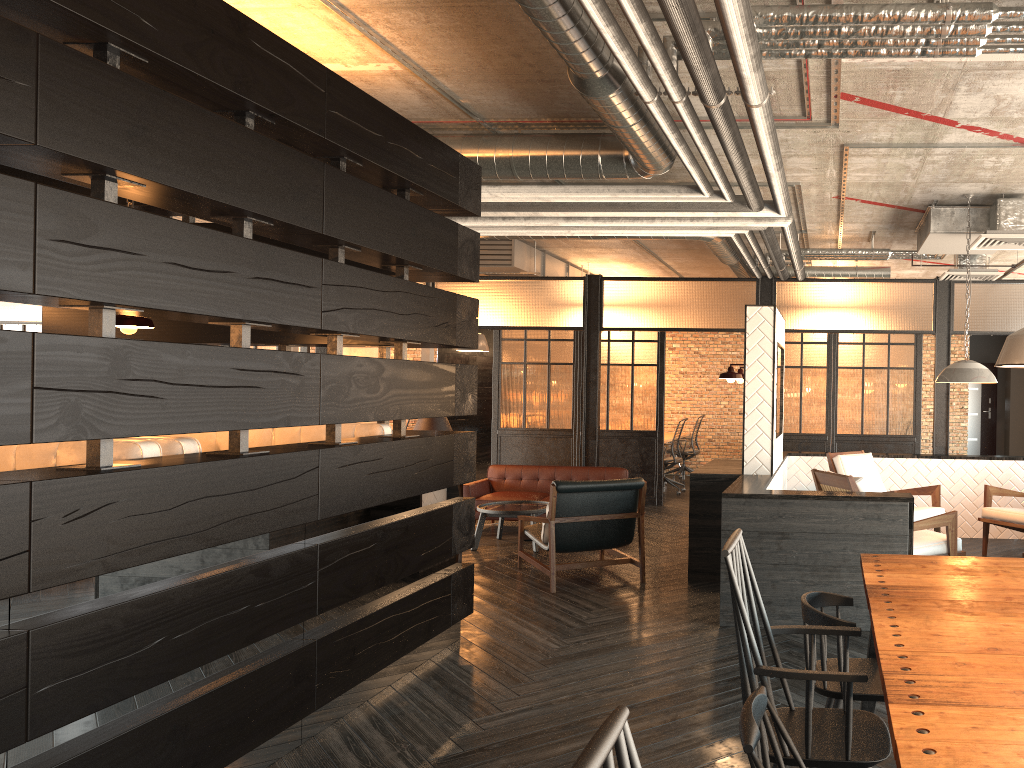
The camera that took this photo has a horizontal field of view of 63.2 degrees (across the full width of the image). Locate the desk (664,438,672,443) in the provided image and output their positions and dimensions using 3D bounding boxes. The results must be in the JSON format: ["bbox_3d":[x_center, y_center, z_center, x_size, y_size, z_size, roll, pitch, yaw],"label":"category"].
[{"bbox_3d":[1.707,1.171,11.797,0.759,0.720,1.742,1,0,18],"label":"desk"}]

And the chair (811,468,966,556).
[{"bbox_3d":[2.676,1.072,5.986,1.048,0.907,0.641,1,0,-20],"label":"chair"}]

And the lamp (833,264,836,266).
[{"bbox_3d":[4.752,-1.094,12.313,0.281,0.857,3.621,1,0,21],"label":"lamp"}]

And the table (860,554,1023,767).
[{"bbox_3d":[1.297,1.093,1.578,1.124,0.791,3.977,1,0,20],"label":"table"}]

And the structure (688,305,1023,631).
[{"bbox_3d":[3.538,0.484,6.876,3.816,2.115,3.888,1,0,12],"label":"structure"}]

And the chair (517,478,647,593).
[{"bbox_3d":[0.530,1.097,6.531,0.847,0.795,0.896,1,0,-21],"label":"chair"}]

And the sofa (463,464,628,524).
[{"bbox_3d":[0.391,1.182,8.606,1.572,0.637,0.695,1,0,7],"label":"sofa"}]

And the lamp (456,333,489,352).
[{"bbox_3d":[-0.541,-1.215,11.756,0.505,1.502,0.385,1,0,-26],"label":"lamp"}]

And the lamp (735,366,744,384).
[{"bbox_3d":[2.032,-0.086,7.346,0.256,0.171,0.171,1,0,-22],"label":"lamp"}]

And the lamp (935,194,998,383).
[{"bbox_3d":[3.749,-0.784,6.843,0.467,1.544,0.552,1,0,21],"label":"lamp"}]

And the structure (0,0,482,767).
[{"bbox_3d":[-4.206,0.033,2.346,5.885,2.742,5.752,1,0,12],"label":"structure"}]

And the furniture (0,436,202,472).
[{"bbox_3d":[-2.131,0.812,3.058,1.821,1.260,1.112,1,0,9],"label":"furniture"}]

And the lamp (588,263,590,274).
[{"bbox_3d":[1.623,-1.141,12.520,0.281,0.857,3.621,1,0,21],"label":"lamp"}]

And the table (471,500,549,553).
[{"bbox_3d":[0.048,1.304,7.676,0.701,0.372,0.727,1,0,8],"label":"table"}]

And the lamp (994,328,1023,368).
[{"bbox_3d":[1.794,-0.875,2.746,0.319,1.737,0.413,1,0,32],"label":"lamp"}]

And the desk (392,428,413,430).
[{"bbox_3d":[-2.253,1.118,13.729,0.759,0.720,1.742,1,0,18],"label":"desk"}]

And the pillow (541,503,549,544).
[{"bbox_3d":[0.575,1.043,6.356,0.769,0.334,0.222,1,0,-26],"label":"pillow"}]

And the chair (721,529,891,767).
[{"bbox_3d":[0.863,0.969,2.433,0.471,1.032,0.481,1,0,12],"label":"chair"}]

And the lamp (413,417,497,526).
[{"bbox_3d":[-0.639,0.896,8.835,0.961,1.178,0.474,1,0,-29],"label":"lamp"}]

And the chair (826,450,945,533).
[{"bbox_3d":[3.351,1.088,7.513,0.835,0.907,0.796,1,0,-37],"label":"chair"}]

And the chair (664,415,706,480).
[{"bbox_3d":[2.754,1.021,13.419,0.672,1.063,0.727,1,0,13],"label":"chair"}]

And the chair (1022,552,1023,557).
[{"bbox_3d":[4.177,1.094,5.852,0.836,0.907,0.795,1,0,-42],"label":"chair"}]

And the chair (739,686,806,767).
[{"bbox_3d":[0.758,1.119,1.948,0.447,0.725,0.392,1,0,11],"label":"chair"}]

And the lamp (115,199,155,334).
[{"bbox_3d":[-1.748,-0.752,3.812,0.193,1.050,0.194,1,0,5],"label":"lamp"}]

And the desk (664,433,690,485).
[{"bbox_3d":[2.329,1.187,13.427,0.759,0.720,1.742,1,0,18],"label":"desk"}]

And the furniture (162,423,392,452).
[{"bbox_3d":[-1.629,0.824,4.373,1.826,1.260,0.609,1,0,6],"label":"furniture"}]

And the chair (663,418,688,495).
[{"bbox_3d":[2.125,1.005,11.770,0.672,1.063,0.727,1,0,13],"label":"chair"}]

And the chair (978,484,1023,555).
[{"bbox_3d":[4.788,1.110,7.509,1.076,0.907,0.620,1,0,-29],"label":"chair"}]

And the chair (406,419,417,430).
[{"bbox_3d":[-1.828,0.952,13.722,0.672,1.063,0.727,1,0,13],"label":"chair"}]

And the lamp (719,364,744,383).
[{"bbox_3d":[1.759,-0.093,6.633,0.256,0.171,0.171,1,0,-22],"label":"lamp"}]

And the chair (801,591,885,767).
[{"bbox_3d":[1.231,1.124,2.925,0.429,0.737,0.393,1,0,12],"label":"chair"}]

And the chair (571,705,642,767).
[{"bbox_3d":[0.298,0.955,0.954,0.471,1.032,0.481,1,0,12],"label":"chair"}]
